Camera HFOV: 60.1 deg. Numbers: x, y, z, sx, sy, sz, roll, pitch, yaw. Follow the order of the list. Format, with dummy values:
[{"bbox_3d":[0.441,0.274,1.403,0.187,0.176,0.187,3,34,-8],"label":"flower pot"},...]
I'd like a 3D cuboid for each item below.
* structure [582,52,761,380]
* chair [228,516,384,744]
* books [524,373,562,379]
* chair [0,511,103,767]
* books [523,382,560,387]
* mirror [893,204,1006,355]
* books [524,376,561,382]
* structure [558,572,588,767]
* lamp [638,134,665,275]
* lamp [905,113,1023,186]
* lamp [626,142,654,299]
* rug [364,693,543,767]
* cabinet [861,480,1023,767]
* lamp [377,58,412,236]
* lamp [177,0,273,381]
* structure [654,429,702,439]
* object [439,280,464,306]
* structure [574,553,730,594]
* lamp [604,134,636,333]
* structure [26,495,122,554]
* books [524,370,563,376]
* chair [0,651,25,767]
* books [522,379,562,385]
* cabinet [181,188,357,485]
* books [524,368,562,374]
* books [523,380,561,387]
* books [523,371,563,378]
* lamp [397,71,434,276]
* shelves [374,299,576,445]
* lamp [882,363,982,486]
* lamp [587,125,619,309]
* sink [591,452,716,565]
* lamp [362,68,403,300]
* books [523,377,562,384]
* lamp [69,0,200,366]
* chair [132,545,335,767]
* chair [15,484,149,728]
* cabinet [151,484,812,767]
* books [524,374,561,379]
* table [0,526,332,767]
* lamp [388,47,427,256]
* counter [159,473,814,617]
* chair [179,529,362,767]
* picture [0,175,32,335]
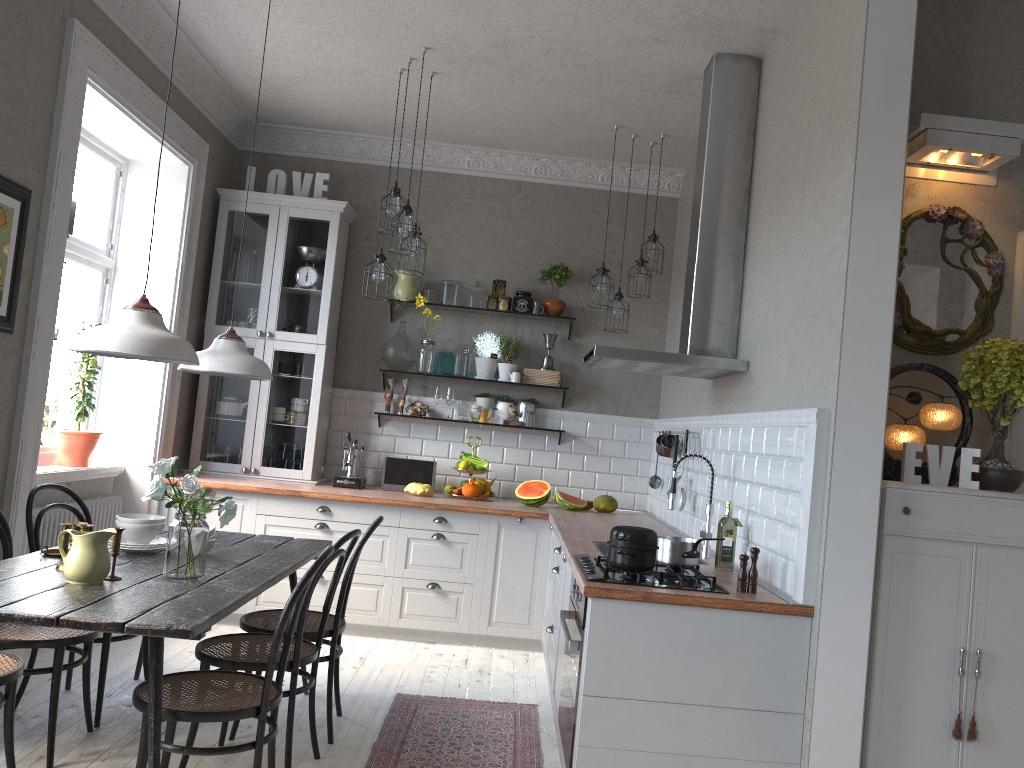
[{"bbox_3d":[0.808,-0.866,4.463,0.714,1.596,0.711,6,-3,-1],"label":"structure"},{"bbox_3d":[-0.874,1.004,3.782,0.551,0.921,0.436,6,-3,-4],"label":"chair"},{"bbox_3d":[0.218,-0.057,6.250,0.260,0.011,0.158,5,-3,4],"label":"books"},{"bbox_3d":[-1.818,0.886,3.298,0.551,0.921,0.436,6,-3,-4],"label":"chair"},{"bbox_3d":[0.211,0.008,6.246,0.261,0.011,0.158,6,-3,1],"label":"books"},{"bbox_3d":[1.653,-0.407,3.426,0.533,0.593,0.071,6,-3,-2],"label":"mirror"},{"bbox_3d":[0.216,-0.035,6.249,0.260,0.011,0.158,5,-3,4],"label":"books"},{"bbox_3d":[0.490,1.059,3.299,0.619,0.623,0.621,6,-3,-1],"label":"structure"},{"bbox_3d":[0.958,-1.561,5.635,0.149,1.735,0.144,7,-4,-29],"label":"lamp"},{"bbox_3d":[1.704,-0.888,3.372,0.416,0.171,0.219,6,-3,-2],"label":"lamp"},{"bbox_3d":[0.904,-1.429,5.796,0.143,1.735,0.150,3,-4,41],"label":"lamp"},{"bbox_3d":[-0.214,1.518,3.735,0.737,0.014,1.287,6,-3,0],"label":"rug"},{"bbox_3d":[1.500,1.010,3.120,0.667,1.297,0.383,6,-3,-2],"label":"cabinet"},{"bbox_3d":[-0.567,-1.677,4.828,0.148,1.735,0.145,7,-3,-14],"label":"lamp"},{"bbox_3d":[-1.104,-0.955,3.755,0.378,1.859,0.381,5,-3,6],"label":"lamp"},{"bbox_3d":[0.974,0.290,5.273,0.094,0.053,1.084,6,-3,0],"label":"structure"},{"bbox_3d":[-0.431,-0.627,6.225,0.168,0.184,0.175,3,-4,38],"label":"object"},{"bbox_3d":[0.500,0.695,3.323,0.497,0.031,0.605,6,-3,-1],"label":"structure"},{"bbox_3d":[0.744,-1.197,5.671,0.149,1.735,0.144,7,-4,-29],"label":"lamp"},{"bbox_3d":[-2.380,0.843,4.684,0.149,0.428,1.220,6,-3,-2],"label":"structure"},{"bbox_3d":[0.220,-0.078,6.251,0.260,0.016,0.158,5,-3,7],"label":"books"},{"bbox_3d":[-1.813,0.858,2.744,0.547,0.921,0.439,5,-3,6],"label":"chair"},{"bbox_3d":[0.213,-0.014,6.247,0.259,0.016,0.159,5,-3,11],"label":"books"},{"bbox_3d":[-1.629,-0.296,6.034,0.881,1.921,0.387,6,-3,-2],"label":"cabinet"},{"bbox_3d":[0.221,-0.089,6.252,0.260,0.011,0.158,5,-3,4],"label":"books"},{"bbox_3d":[0.212,-0.003,6.247,0.260,0.011,0.158,5,-3,4],"label":"books"},{"bbox_3d":[0.219,-0.067,6.250,0.259,0.016,0.159,5,-3,11],"label":"books"},{"bbox_3d":[-0.478,-1.479,4.977,0.148,1.735,0.145,7,-3,-14],"label":"lamp"},{"bbox_3d":[-0.255,-0.061,6.222,1.318,0.923,0.228,6,-3,-2],"label":"shelves"},{"bbox_3d":[1.484,0.200,3.258,0.447,0.558,0.172,5,-3,6],"label":"lamp"},{"bbox_3d":[0.628,-1.339,5.539,0.144,1.735,0.149,4,-4,31],"label":"lamp"},{"bbox_3d":[0.649,0.651,3.978,0.529,0.720,0.485,6,-3,-1],"label":"sink"},{"bbox_3d":[-0.668,-1.338,4.964,0.149,1.735,0.144,8,-4,-34],"label":"lamp"},{"bbox_3d":[0.215,-0.024,6.248,0.260,0.016,0.158,5,-3,7],"label":"books"},{"bbox_3d":[-1.102,-1.001,2.863,0.371,1.859,0.387,3,-4,36],"label":"lamp"},{"bbox_3d":[-0.885,0.950,2.766,0.551,0.921,0.436,6,-3,-4],"label":"chair"},{"bbox_3d":[-1.802,0.913,3.784,0.545,0.921,0.441,5,-3,11],"label":"chair"},{"bbox_3d":[-0.161,1.150,4.715,4.105,0.854,2.030,3,-4,45],"label":"cabinet"},{"bbox_3d":[0.217,-0.046,6.249,0.261,0.011,0.158,6,-3,1],"label":"books"},{"bbox_3d":[-1.346,1.026,3.291,0.906,0.735,1.917,6,-3,0],"label":"table"},{"bbox_3d":[-0.484,-1.546,4.666,0.150,1.735,0.143,9,-4,-44],"label":"lamp"},{"bbox_3d":[-0.571,0.689,4.572,3.166,0.039,3.385,6,-3,-1],"label":"counter"},{"bbox_3d":[-0.891,0.977,3.299,0.547,0.921,0.439,5,-3,6],"label":"chair"},{"bbox_3d":[-2.074,-0.529,3.492,0.020,0.620,0.520,6,-3,0],"label":"picture"}]
